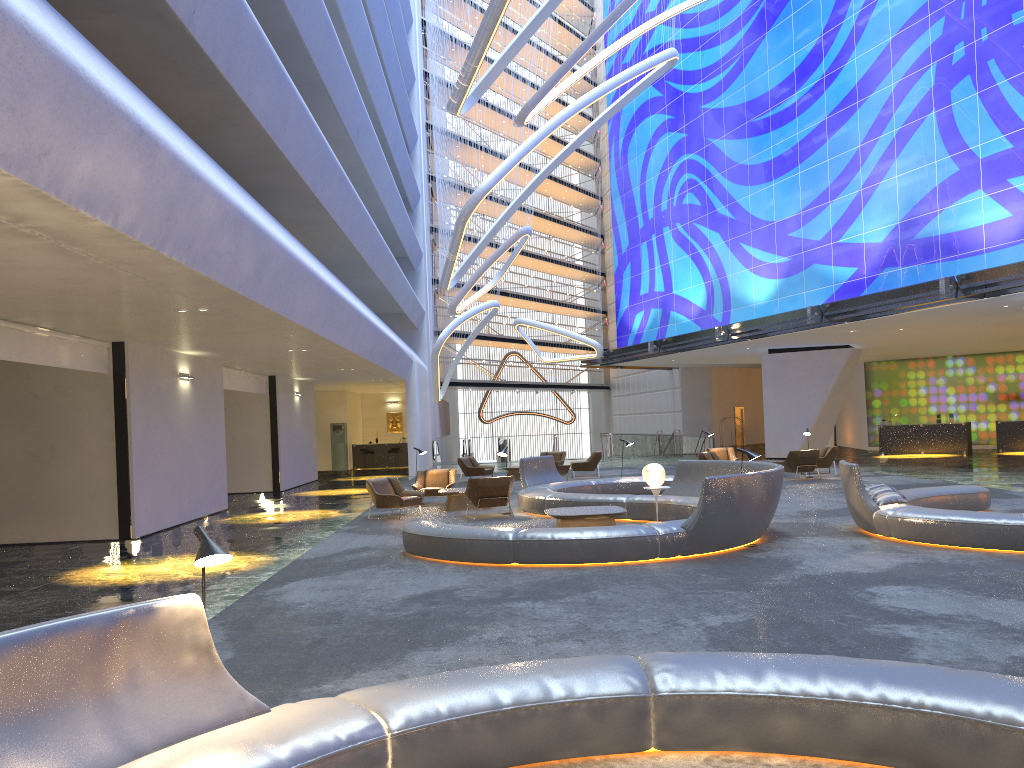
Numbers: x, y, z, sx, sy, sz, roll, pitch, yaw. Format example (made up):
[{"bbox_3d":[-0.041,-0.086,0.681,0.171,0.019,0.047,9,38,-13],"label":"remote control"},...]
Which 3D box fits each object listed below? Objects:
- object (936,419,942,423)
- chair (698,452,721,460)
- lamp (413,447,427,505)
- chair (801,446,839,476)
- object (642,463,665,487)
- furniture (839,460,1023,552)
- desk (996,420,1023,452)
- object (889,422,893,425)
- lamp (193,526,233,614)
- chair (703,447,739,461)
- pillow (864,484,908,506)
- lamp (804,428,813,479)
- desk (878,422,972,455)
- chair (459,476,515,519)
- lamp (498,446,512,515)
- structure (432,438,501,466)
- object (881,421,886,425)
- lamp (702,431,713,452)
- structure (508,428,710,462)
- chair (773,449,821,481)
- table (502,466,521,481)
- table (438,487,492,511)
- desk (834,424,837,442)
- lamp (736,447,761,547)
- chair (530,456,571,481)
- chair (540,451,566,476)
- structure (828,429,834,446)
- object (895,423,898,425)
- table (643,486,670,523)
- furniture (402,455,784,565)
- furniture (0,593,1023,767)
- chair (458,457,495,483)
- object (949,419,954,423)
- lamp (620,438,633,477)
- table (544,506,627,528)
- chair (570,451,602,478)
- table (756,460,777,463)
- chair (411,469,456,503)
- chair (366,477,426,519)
[{"bbox_3d":[15.366,1.343,31.893,0.150,0.145,0.150,-3,-2,32],"label":"object"},{"bbox_3d":[5.419,2.155,23.130,0.939,0.766,0.929,-3,-2,32],"label":"chair"},{"bbox_3d":[-2.061,2.052,19.834,0.384,1.300,0.202,-3,-1,16],"label":"lamp"},{"bbox_3d":[8.266,2.071,23.895,0.939,0.766,0.930,-3,-2,7],"label":"chair"},{"bbox_3d":[2.283,1.473,14.282,0.367,0.387,0.318,-3,-1,6],"label":"object"},{"bbox_3d":[7.652,1.340,9.698,5.184,0.969,9.937,-2,-3,-9],"label":"furniture"},{"bbox_3d":[18.741,1.789,31.117,2.980,1.097,0.813,-4,-2,35],"label":"desk"},{"bbox_3d":[14.037,1.458,32.847,0.108,0.108,0.111,-3,-2,33],"label":"object"},{"bbox_3d":[-1.464,1.347,4.297,0.202,1.300,0.384,-2,-1,-42],"label":"lamp"},{"bbox_3d":[6.014,2.239,25.596,0.929,0.766,0.939,-3,-2,5],"label":"chair"},{"bbox_3d":[5.100,1.516,12.259,0.692,0.262,0.878,-3,-2,7],"label":"pillow"},{"bbox_3d":[7.601,1.778,22.730,0.202,1.300,0.384,-3,-1,15],"label":"lamp"},{"bbox_3d":[15.083,1.998,32.410,2.980,1.097,0.813,-4,-2,37],"label":"desk"},{"bbox_3d":[-0.447,2.117,16.680,0.929,0.766,0.940,-2,-2,-18],"label":"chair"},{"bbox_3d":[-0.121,1.844,16.918,0.202,1.300,0.384,-3,-1,15],"label":"lamp"},{"bbox_3d":[-2.096,7.016,48.897,3.016,8.234,19.845,-2,-2,-2],"label":"structure"},{"bbox_3d":[13.831,1.453,32.984,0.149,0.149,0.149,-3,-2,33],"label":"object"},{"bbox_3d":[5.662,1.986,25.646,0.384,1.300,0.202,-3,-1,16],"label":"lamp"},{"bbox_3d":[4.320,6.809,49.496,9.304,8.395,19.749,-2,-2,-1],"label":"structure"},{"bbox_3d":[7.276,2.050,22.492,0.929,0.766,0.940,-2,-2,-18],"label":"chair"},{"bbox_3d":[0.365,2.718,27.054,1.203,0.392,1.203,-3,-2,17],"label":"table"},{"bbox_3d":[-0.931,2.397,18.513,1.203,0.392,1.204,-2,-2,-2],"label":"table"},{"bbox_3d":[16.937,2.618,48.320,2.980,1.097,0.813,-4,-2,37],"label":"desk"},{"bbox_3d":[3.102,1.479,11.639,0.384,1.300,0.202,-3,-1,16],"label":"lamp"},{"bbox_3d":[1.059,2.435,25.382,0.938,0.766,0.930,-1,-2,-40],"label":"chair"},{"bbox_3d":[1.236,2.557,28.327,0.930,0.766,0.939,-3,-2,25],"label":"chair"},{"bbox_3d":[13.645,1.839,38.229,1.022,2.050,0.773,-2,-1,-23],"label":"structure"},{"bbox_3d":[14.204,1.465,32.736,0.072,0.070,0.073,-3,-2,33],"label":"object"},{"bbox_3d":[2.344,1.963,14.308,0.418,0.595,0.428,-2,-1,-2],"label":"table"},{"bbox_3d":[1.926,1.822,15.239,5.187,0.969,9.931,-3,-3,15],"label":"furniture"},{"bbox_3d":[0.482,1.220,0.165,5.184,0.969,9.936,-2,-2,-5],"label":"furniture"},{"bbox_3d":[-1.089,2.584,26.726,0.939,0.766,0.929,-3,-2,23],"label":"chair"},{"bbox_3d":[15.717,1.319,31.685,0.150,0.145,0.150,-3,-2,32],"label":"object"},{"bbox_3d":[2.566,1.862,19.871,0.384,1.300,0.202,-3,-1,16],"label":"lamp"},{"bbox_3d":[1.098,2.082,13.235,1.203,0.392,1.204,-2,-2,-1],"label":"table"},{"bbox_3d":[2.252,2.454,26.942,0.938,0.766,0.930,-2,-2,1],"label":"chair"},{"bbox_3d":[6.791,2.331,24.325,1.203,0.392,1.204,-2,-2,-1],"label":"table"},{"bbox_3d":[-1.709,2.305,19.784,0.929,0.766,0.939,-3,-2,5],"label":"chair"},{"bbox_3d":[-2.303,2.222,17.318,0.939,0.766,0.929,-3,-2,32],"label":"chair"}]
